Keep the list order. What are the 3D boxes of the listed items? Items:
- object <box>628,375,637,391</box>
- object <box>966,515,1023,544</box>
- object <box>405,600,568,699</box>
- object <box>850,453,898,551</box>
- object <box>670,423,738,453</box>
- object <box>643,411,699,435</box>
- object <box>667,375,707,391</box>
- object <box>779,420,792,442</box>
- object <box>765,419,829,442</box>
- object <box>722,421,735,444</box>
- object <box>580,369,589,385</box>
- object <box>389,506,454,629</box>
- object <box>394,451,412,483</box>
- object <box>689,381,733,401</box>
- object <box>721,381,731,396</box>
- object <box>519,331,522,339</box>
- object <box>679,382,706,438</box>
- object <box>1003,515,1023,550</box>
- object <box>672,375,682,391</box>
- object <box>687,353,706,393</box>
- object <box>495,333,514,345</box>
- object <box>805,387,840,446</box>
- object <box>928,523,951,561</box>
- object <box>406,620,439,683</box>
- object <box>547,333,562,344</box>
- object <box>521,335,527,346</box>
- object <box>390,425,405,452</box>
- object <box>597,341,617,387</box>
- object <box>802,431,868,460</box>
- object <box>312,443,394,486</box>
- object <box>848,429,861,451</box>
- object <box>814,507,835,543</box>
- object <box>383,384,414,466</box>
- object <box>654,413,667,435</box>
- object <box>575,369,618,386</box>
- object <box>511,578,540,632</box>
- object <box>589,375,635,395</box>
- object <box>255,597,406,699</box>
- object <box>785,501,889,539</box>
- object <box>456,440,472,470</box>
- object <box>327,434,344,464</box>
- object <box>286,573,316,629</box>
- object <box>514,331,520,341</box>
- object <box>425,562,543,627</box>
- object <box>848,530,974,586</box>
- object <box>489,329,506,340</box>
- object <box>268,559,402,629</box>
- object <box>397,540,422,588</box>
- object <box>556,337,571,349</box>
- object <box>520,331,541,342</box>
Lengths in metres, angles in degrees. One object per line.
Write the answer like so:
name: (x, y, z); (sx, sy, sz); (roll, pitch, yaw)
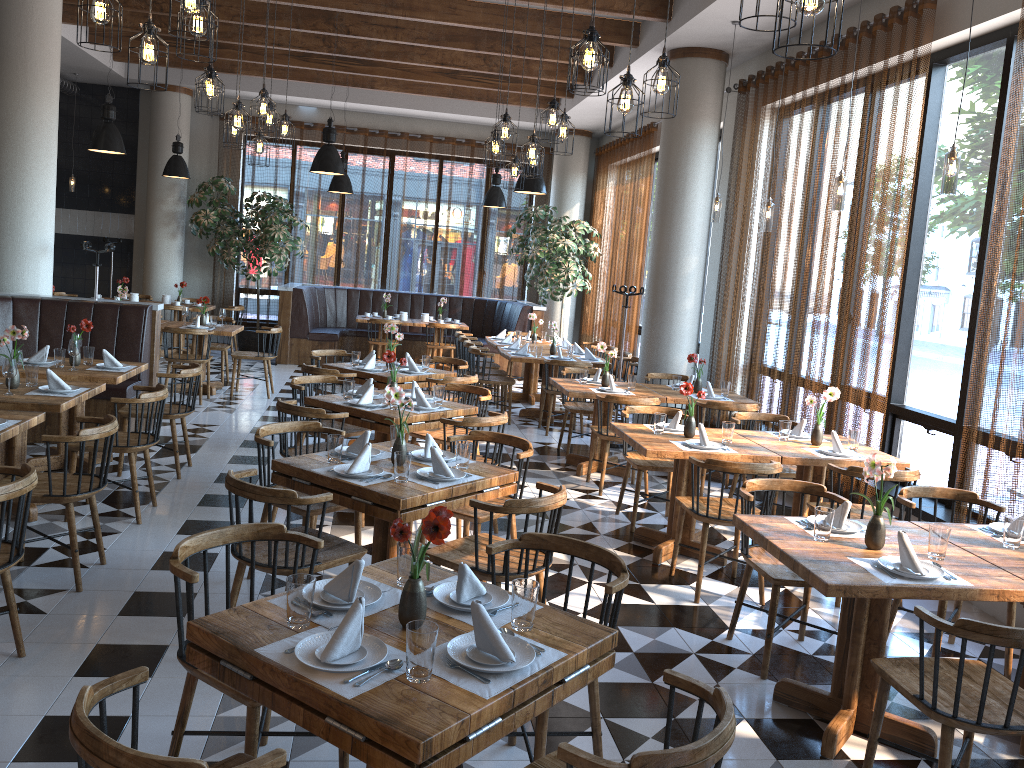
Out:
object: (1.058, -0.012, 7.818); (0.080, 0.131, 0.080); (2, 7, -24)
object: (2.292, 0.614, 3.990); (0.352, 0.136, 0.273); (4, 7, -9)
object: (-0.056, 0.647, 2.304); (0.273, 0.136, 0.352); (10, 9, 36)
object: (1.461, 0.469, 3.570); (0.146, 0.398, 0.207); (3, 6, -16)
object: (1.184, 0.320, 5.457); (0.352, 0.136, 0.273); (4, 7, -9)
object: (1.100, 0.241, 5.980); (0.352, 0.136, 0.273); (4, 7, -9)
object: (1.656, -0.027, 8.278); (0.352, 0.136, 0.273); (4, 7, -9)
object: (1.817, 0.314, 5.908); (0.080, 0.131, 0.080); (8, 7, 26)
object: (1.976, 0.296, 6.117); (0.352, 0.136, 0.273); (4, 7, -9)
object: (1.378, 0.311, 5.659); (0.080, 0.131, 0.080); (2, 7, -24)
object: (0.641, -0.063, 7.933); (0.080, 0.131, 0.080); (2, 7, -24)
object: (-0.241, 0.505, 2.423); (0.171, 0.354, 0.156); (9, 7, 38)
object: (-0.498, 0.378, 4.015); (0.080, 0.131, 0.080); (5, 6, 6)
object: (1.739, 0.052, 7.755); (0.352, 0.136, 0.273); (4, 7, -9)
object: (1.914, 0.042, 7.951); (0.080, 0.131, 0.080); (7, 6, 16)
object: (0.084, -0.640, 11.804); (0.080, 0.131, 0.080); (2, 7, -24)
object: (1.150, 0.165, 5.762); (0.156, 0.354, 0.172); (1, 7, -30)
object: (2.134, 0.633, 3.773); (0.080, 0.131, 0.080); (5, 6, 6)
object: (1.497, -0.009, 8.067); (0.080, 0.131, 0.080); (7, 6, 16)
object: (1.657, -0.101, 8.016); (0.171, 0.354, 0.156); (6, 6, 14)
object: (-0.072, -0.582, 11.264); (0.271, 0.136, 0.354); (4, 8, -9)
object: (2.026, 0.210, 5.811); (0.206, 0.398, 0.147); (4, 6, -5)
object: (1.695, 0.630, 3.524); (0.080, 0.131, 0.080); (2, 7, -24)
object: (-0.223, 0.655, 2.162); (0.080, 0.131, 0.080); (7, 6, 16)
object: (0.631, -0.618, 11.965); (0.271, 0.136, 0.354); (4, 8, -9)
object: (0.143, -0.545, 11.146); (0.080, 0.131, 0.080); (2, 7, -24)
object: (-0.599, 0.287, 4.619); (0.080, 0.131, 0.080); (5, 6, 6)
object: (0.831, -0.177, 7.896); (0.206, 0.398, 0.147); (-1, 8, -45)
object: (2.060, 0.375, 5.594); (0.352, 0.136, 0.273); (4, 7, -9)
object: (-0.707, 0.347, 4.095); (0.353, 0.136, 0.272); (10, 9, 36)
object: (2.234, 0.365, 5.792); (0.080, 0.131, 0.080); (8, 7, 26)
object: (1.278, 0.579, 3.640); (0.080, 0.131, 0.080); (2, 7, -24)
object: (-0.561, 0.198, 4.307); (0.146, 0.398, 0.207); (5, 6, 3)
object: (0.961, 0.260, 5.775); (0.080, 0.131, 0.080); (2, 7, -24)
object: (0.780, -0.082, 8.142); (0.352, 0.136, 0.273); (4, 7, -9)
object: (0.033, 0.628, 2.513); (0.080, 0.131, 0.080); (1, 7, -34)
object: (0.863, -0.003, 7.619); (0.352, 0.136, 0.273); (4, 7, -9)
object: (-0.429, 0.624, 2.243); (0.353, 0.136, 0.272); (10, 9, 36)
object: (1.416, 0.559, 3.854); (0.352, 0.136, 0.273); (4, 7, -9)
object: (-0.241, 0.352, 4.365); (0.080, 0.131, 0.080); (5, 6, 6)
object: (-0.851, 0.315, 4.258); (0.080, 0.131, 0.080); (5, 6, 6)
object: (-0.576, 0.592, 2.405); (0.080, 0.131, 0.080); (7, 6, 16)
object: (0.061, -0.627, 11.695); (0.080, 0.131, 0.080); (2, 7, -24)
object: (-0.117, 0.591, 2.675); (0.353, 0.136, 0.272); (10, 9, 36)
object: (1.499, 0.637, 3.330); (0.352, 0.136, 0.273); (4, 7, -9)
object: (-0.156, -0.666, 11.832); (0.271, 0.136, 0.354); (4, 8, -9)
object: (-0.491, 0.568, 2.614); (0.273, 0.136, 0.352); (10, 9, 36)
object: (-0.324, 0.564, 2.767); (0.080, 0.131, 0.080); (5, 6, 6)
object: (0.720, -0.528, 11.364); (0.271, 0.136, 0.354); (4, 8, -9)
object: (0.222, -0.657, 11.999); (0.352, 0.136, 0.273); (4, 7, -9)
